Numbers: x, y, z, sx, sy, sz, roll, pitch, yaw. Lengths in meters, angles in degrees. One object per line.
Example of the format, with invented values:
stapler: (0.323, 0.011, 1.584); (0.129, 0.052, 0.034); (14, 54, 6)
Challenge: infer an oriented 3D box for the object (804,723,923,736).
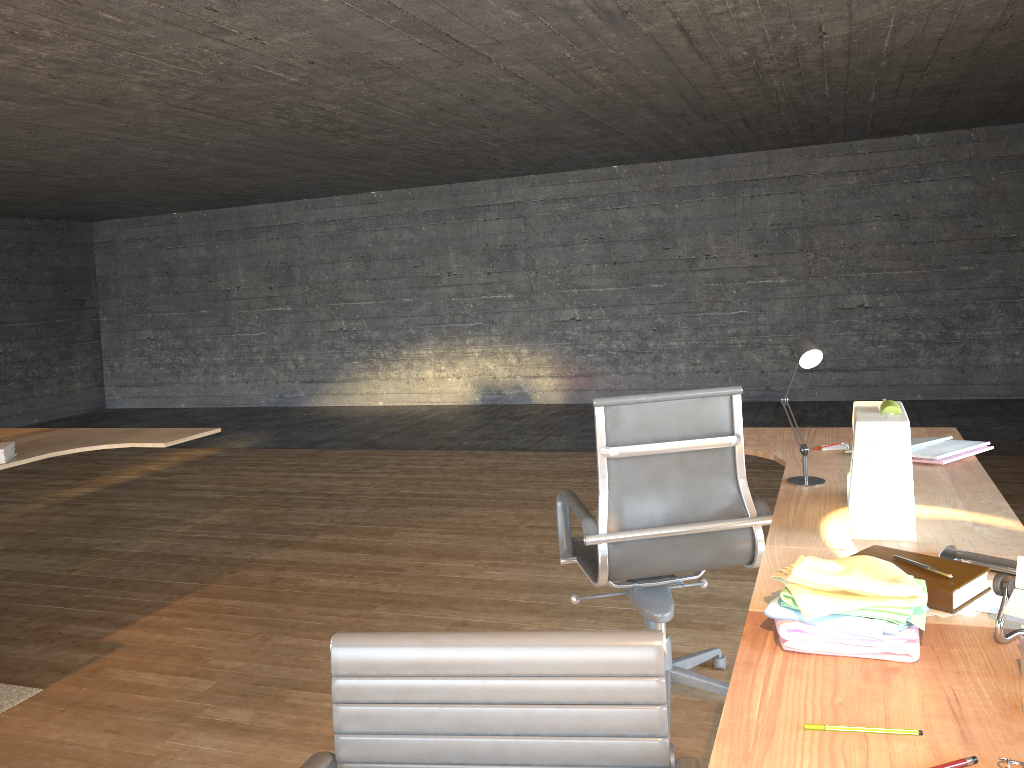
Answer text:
object: (0.463, 0.456, 1.165); (0.147, 0.007, 0.008); (-2, 5, 13)

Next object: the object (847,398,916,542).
object: (0.872, 0.178, 2.116); (0.136, 0.283, 0.405); (-3, 5, 21)

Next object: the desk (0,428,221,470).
desk: (-2.884, 0.829, 2.968); (3.254, 0.735, 3.496); (-1, 7, 20)

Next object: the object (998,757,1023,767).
object: (0.599, 0.457, 1.019); (0.096, 0.024, 0.108); (1, 8, 34)

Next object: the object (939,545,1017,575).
object: (0.942, 0.349, 1.735); (0.075, 0.025, 0.181); (-9, 8, -39)

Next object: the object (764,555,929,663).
object: (0.561, 0.351, 1.484); (0.255, 0.129, 0.254); (-1, 6, 23)

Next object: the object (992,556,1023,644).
object: (0.835, 0.345, 1.366); (0.099, 0.135, 0.154); (-6, 5, -34)

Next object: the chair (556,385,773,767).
chair: (0.414, 0.507, 2.736); (0.653, 1.012, 0.687); (-4, 3, -10)

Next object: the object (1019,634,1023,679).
object: (0.801, 0.362, 1.262); (0.133, 0.128, 0.039); (-2, 2, 16)

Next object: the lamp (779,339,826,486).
lamp: (0.821, 0.072, 2.508); (0.105, 0.408, 0.208); (-3, 2, 7)

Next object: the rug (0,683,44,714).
rug: (-2.807, 1.255, 2.404); (1.598, 0.005, 2.218); (-1, 7, 20)

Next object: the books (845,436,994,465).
books: (1.276, 0.195, 2.767); (0.309, 0.044, 0.318); (-8, 8, -34)

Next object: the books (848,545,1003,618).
books: (0.777, 0.355, 1.649); (0.261, 0.054, 0.291); (-7, 7, -28)

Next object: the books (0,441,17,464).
books: (-2.258, 0.301, 3.674); (0.310, 0.058, 0.222); (-6, 7, -19)

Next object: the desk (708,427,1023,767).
desk: (0.263, 0.769, 1.789); (1.633, 0.735, 3.535); (-1, 7, 22)

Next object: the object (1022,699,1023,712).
object: (0.752, 0.427, 1.172); (0.132, 0.026, 0.133); (-1, 7, 21)

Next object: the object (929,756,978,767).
object: (0.508, 0.465, 1.063); (0.126, 0.009, 0.012); (-6, 5, -17)

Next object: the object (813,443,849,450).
object: (1.079, 0.205, 2.929); (0.142, 0.013, 0.128); (-1, 7, 24)

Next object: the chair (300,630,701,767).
chair: (0.004, 0.812, 1.046); (0.652, 0.856, 0.688); (-3, 3, 7)
